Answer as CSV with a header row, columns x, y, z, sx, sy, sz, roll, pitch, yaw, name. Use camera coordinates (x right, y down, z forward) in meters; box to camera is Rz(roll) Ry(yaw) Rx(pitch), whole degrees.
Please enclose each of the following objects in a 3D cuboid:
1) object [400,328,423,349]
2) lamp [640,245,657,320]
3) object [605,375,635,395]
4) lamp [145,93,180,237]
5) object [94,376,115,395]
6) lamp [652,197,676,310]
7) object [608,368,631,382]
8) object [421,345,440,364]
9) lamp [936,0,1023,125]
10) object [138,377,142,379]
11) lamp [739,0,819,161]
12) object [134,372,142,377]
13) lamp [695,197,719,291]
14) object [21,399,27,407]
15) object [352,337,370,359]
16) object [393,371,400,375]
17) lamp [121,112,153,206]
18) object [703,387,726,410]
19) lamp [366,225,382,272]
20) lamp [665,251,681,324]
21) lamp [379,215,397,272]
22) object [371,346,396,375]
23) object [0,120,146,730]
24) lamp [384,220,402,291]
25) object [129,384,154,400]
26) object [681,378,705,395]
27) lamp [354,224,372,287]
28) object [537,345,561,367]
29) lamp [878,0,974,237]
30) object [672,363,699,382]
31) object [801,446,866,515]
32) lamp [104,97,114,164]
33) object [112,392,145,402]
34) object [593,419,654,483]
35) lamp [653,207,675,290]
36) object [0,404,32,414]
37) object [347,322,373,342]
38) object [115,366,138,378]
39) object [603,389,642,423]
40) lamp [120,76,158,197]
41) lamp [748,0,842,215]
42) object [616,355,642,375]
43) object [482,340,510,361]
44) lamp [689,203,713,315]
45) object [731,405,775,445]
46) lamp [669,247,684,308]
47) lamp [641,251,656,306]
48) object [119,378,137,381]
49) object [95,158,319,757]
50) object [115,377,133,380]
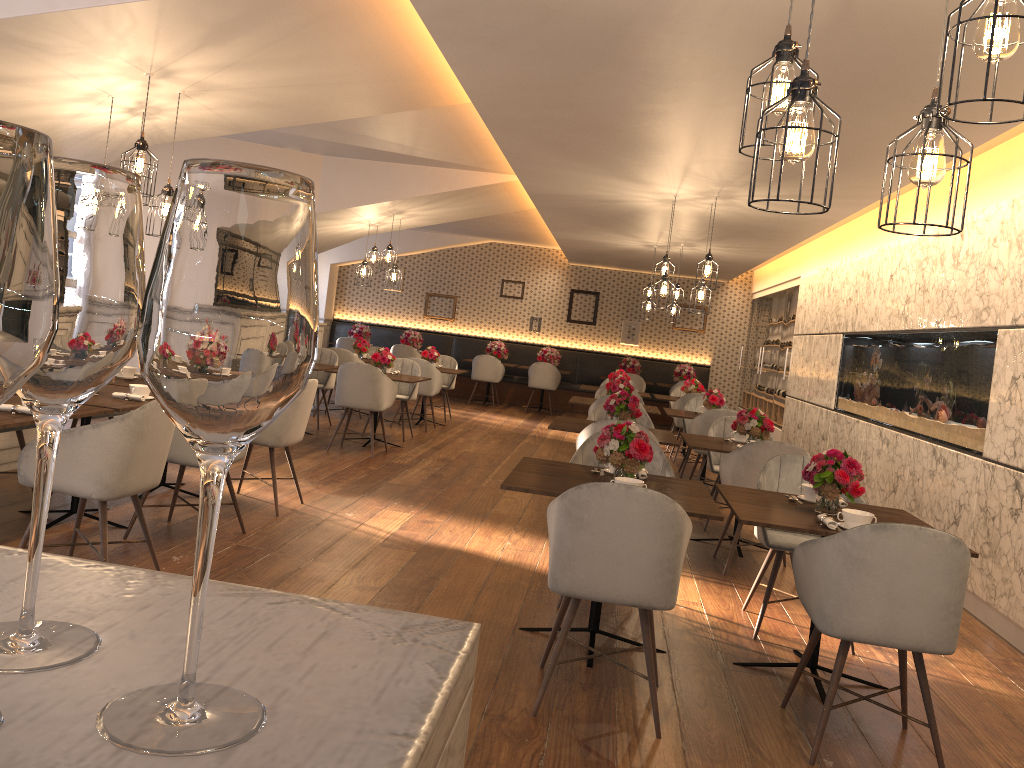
x,y,z,sx,sy,sz,roll,pitch,yaw,name
-1.775,-0.770,15.639,0.419,0.425,0.406,7,2,-5,object
1.862,-1.856,11.374,0.175,2.070,0.175,7,0,8,lamp
1.103,0.057,9.042,0.304,0.301,0.235,6,2,-16,object
-1.889,-1.874,5.098,0.175,2.070,0.175,7,0,8,lamp
-2.282,-0.095,4.827,0.235,0.301,0.304,8,2,26,object
1.414,-1.675,7.608,0.175,2.070,0.175,7,0,8,lamp
1.396,-0.061,11.504,0.304,0.301,0.235,6,2,-16,object
-1.048,-0.356,11.422,0.235,0.301,0.304,8,2,26,object
1.069,-1.564,1.753,0.175,2.070,0.175,7,0,8,lamp
-2.533,-0.055,5.935,0.192,0.024,0.025,7,2,7,object
0.811,-1.631,2.318,0.175,2.070,0.175,7,0,8,lamp
-2.538,-0.065,5.970,0.175,0.039,0.056,7,3,7,object
1.734,-1.816,7.368,0.175,2.070,0.175,7,0,8,lamp
-2.161,0.088,4.005,0.148,0.072,0.149,4,4,-41,object
-1.974,-0.476,11.521,0.234,0.301,0.306,7,2,-18,object
-1.235,-0.123,9.453,0.056,0.039,0.176,7,3,6,object
-2.162,-2.118,5.337,0.175,2.070,0.175,7,0,8,lamp
2.038,0.181,8.900,0.234,0.301,0.305,7,2,8,object
-1.542,-2.368,10.552,0.175,2.070,0.175,7,0,8,lamp
2.198,-1.821,11.461,0.175,2.070,0.175,7,0,8,lamp
-1.284,-2.301,9.986,0.175,2.070,0.175,7,0,8,lamp
-1.322,-0.246,9.117,0.235,0.301,0.304,8,2,26,object
-0.196,0.012,0.340,0.065,0.208,0.146,7,1,-2,object
-1.269,-2.125,10.313,0.175,2.070,0.175,7,0,8,lamp
-2.055,0.045,4.895,0.148,0.072,0.149,4,4,-41,object
2.328,0.062,11.360,0.306,0.301,0.234,8,2,28,object
-1.604,-2.160,10.226,0.175,2.070,0.175,7,0,8,lamp
0.642,-0.456,15.338,0.420,0.425,0.405,7,2,9,object
1.084,-1.388,2.080,0.175,2.070,0.175,7,0,8,lamp
2.945,-0.157,15.085,0.418,0.425,0.407,5,2,-40,object
1.394,0.416,3.875,0.234,0.301,0.306,7,2,-18,object
-2.224,-1.910,5.011,0.175,2.070,0.175,7,0,8,lamp
-2.070,0.067,4.782,0.175,0.039,0.056,7,3,7,object
0.512,0.302,3.974,0.233,0.301,0.306,6,2,-36,object
1.477,-1.883,7.933,0.175,2.070,0.175,7,0,8,lamp
-2.176,0.110,3.892,0.175,0.039,0.056,7,3,7,object
-2.709,-0.893,15.757,0.418,0.425,0.407,5,2,-41,object
-2.549,-0.076,5.857,0.148,0.072,0.149,4,4,-41,object
0.798,0.180,6.484,0.306,0.301,0.233,9,2,39,object
-1.904,-2.050,4.771,0.175,2.070,0.175,7,0,8,lamp
0.749,-1.424,1.993,0.175,2.070,0.175,7,0,8,lamp
2.017,-0.278,15.186,0.418,0.425,0.407,5,2,-41,object
-0.265,-0.579,15.548,0.418,0.425,0.407,5,2,-40,object
1.750,-1.639,7.695,0.175,2.070,0.175,7,0,8,lamp
1.731,0.302,6.343,0.306,0.301,0.234,8,2,28,object
2.182,-1.997,11.134,0.175,2.070,0.175,7,0,8,lamp
1.925,-2.064,11.699,0.175,2.070,0.175,7,0,8,lamp
-2.537,-0.035,5.777,0.211,0.004,0.022,7,3,7,object
-0.111,0.023,0.335,0.065,0.208,0.065,7,1,-2,object
-2.547,-0.039,5.742,0.197,0.015,0.043,7,3,3,object
